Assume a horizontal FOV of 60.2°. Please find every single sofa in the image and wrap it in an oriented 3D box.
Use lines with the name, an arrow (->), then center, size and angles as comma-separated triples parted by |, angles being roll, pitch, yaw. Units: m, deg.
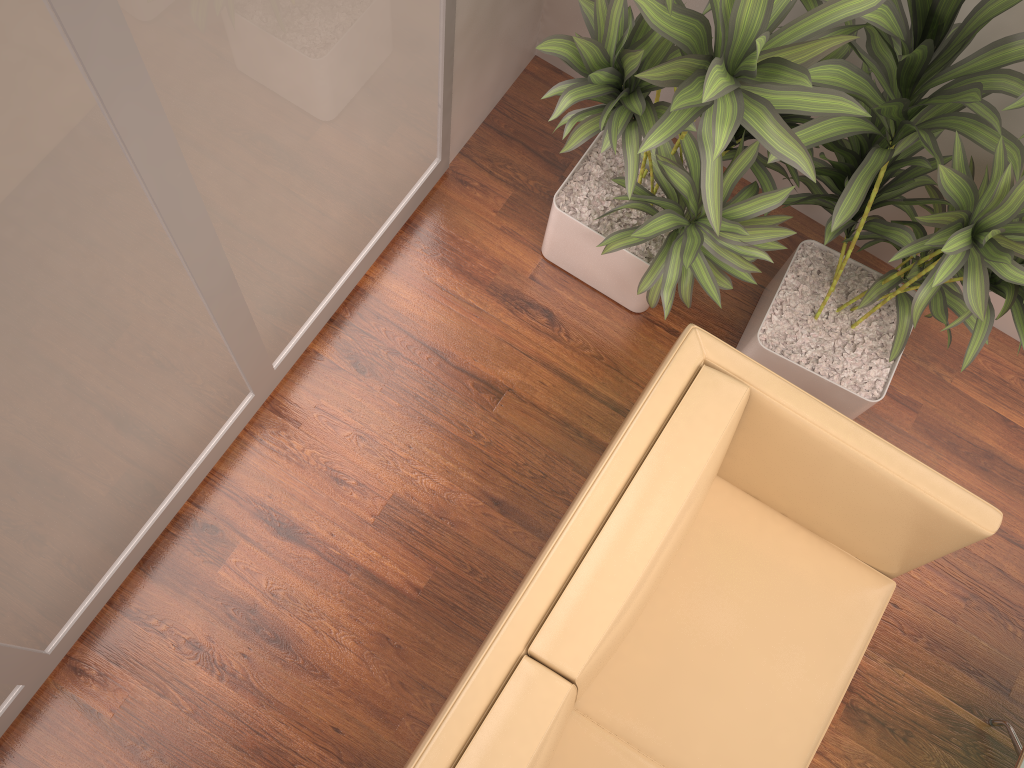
sofa -> 0.293, 0.896, 2.210 | 0.875, 0.862, 1.760 | 33, 73, 6

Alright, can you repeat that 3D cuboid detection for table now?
table -> 1.351, 1.632, 2.240 | 0.936, 0.576, 1.828 | 33, 73, 5

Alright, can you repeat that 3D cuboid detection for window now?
window -> -2.234, 1.790, 0.370 | 0.062, 3.372, 8.366 | 33, 73, 7

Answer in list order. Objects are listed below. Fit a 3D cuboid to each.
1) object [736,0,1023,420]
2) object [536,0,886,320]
object -> 1.098, -0.520, 2.028 | 0.948, 2.166, 1.070 | -42, 79, -18
object -> 0.522, -0.866, 2.076 | 1.063, 2.166, 0.954 | -37, 77, -17
